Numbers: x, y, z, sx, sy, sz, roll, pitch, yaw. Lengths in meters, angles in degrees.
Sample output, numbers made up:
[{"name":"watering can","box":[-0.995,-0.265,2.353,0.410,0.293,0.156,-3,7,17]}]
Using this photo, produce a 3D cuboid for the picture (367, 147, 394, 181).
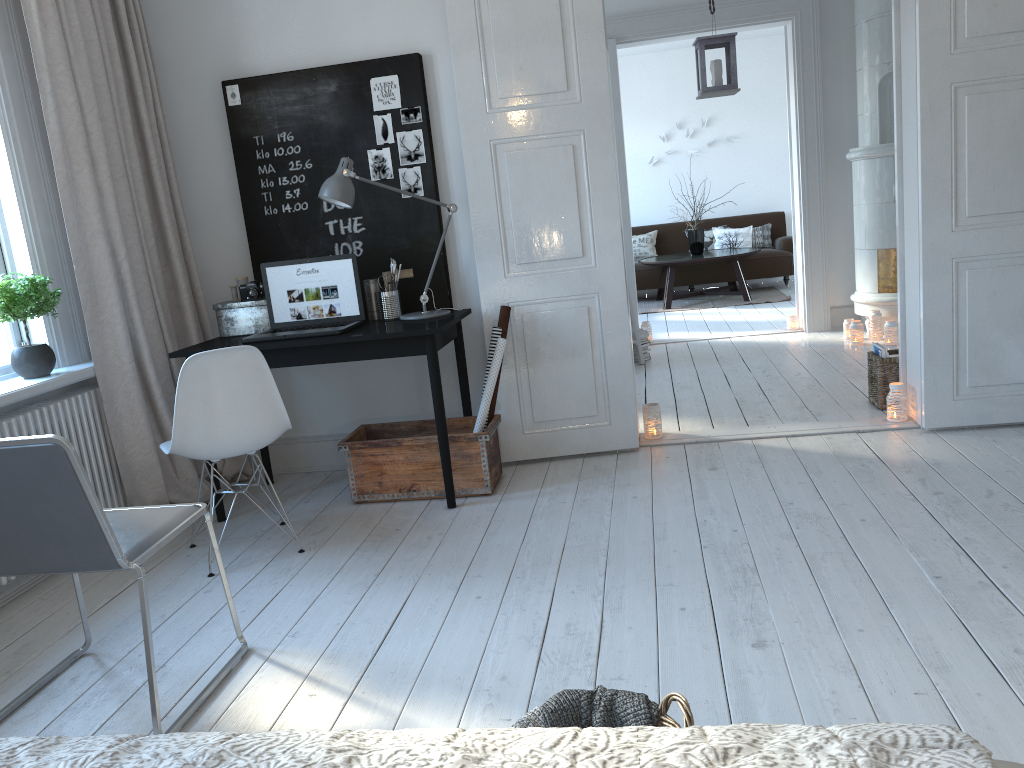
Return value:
[{"name":"picture","box":[-0.606,-1.012,4.086,0.107,0.151,0.001,-5,12,9]}]

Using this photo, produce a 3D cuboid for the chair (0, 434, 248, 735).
[{"name":"chair","box":[-1.124,0.465,2.348,0.562,0.800,0.522,-5,12,9]}]

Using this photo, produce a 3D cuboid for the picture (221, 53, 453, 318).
[{"name":"picture","box":[-0.816,-0.877,4.180,0.953,1.176,0.063,-5,12,9]}]

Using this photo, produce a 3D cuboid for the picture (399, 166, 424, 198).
[{"name":"picture","box":[-0.465,-0.932,4.084,0.103,0.136,0.001,-5,12,9]}]

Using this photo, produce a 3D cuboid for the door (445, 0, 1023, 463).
[{"name":"door","box":[1.120,-0.987,4.016,2.599,2.514,0.575,-5,12,9]}]

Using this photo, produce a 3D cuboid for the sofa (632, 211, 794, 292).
[{"name":"sofa","box":[2.143,-1.481,10.352,2.165,0.827,0.965,-5,11,9]}]

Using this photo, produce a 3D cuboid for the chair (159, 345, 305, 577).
[{"name":"chair","box":[-1.073,0.246,3.375,0.473,0.827,0.553,-12,13,-25]}]

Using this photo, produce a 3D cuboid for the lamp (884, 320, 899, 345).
[{"name":"lamp","box":[2.595,-0.352,6.065,0.089,0.166,0.088,-5,12,8]}]

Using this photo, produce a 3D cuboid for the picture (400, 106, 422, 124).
[{"name":"picture","box":[-0.457,-1.220,4.019,0.095,0.072,0.001,-5,12,9]}]

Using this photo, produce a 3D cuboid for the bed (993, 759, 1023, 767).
[{"name":"bed","box":[-0.340,0.676,0.135,1.888,1.050,2.168,-5,11,9]}]

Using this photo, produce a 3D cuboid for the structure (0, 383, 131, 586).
[{"name":"structure","box":[-1.854,0.402,3.203,0.195,0.549,1.500,-4,11,9]}]

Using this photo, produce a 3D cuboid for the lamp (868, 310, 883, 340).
[{"name":"lamp","box":[2.585,-0.420,6.305,0.098,0.210,0.098,-4,12,14]}]

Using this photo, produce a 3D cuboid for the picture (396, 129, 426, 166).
[{"name":"picture","box":[-0.461,-1.083,4.049,0.121,0.153,0.002,-5,12,9]}]

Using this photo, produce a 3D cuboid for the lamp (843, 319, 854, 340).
[{"name":"lamp","box":[2.448,-0.397,6.433,0.084,0.147,0.083,-4,12,14]}]

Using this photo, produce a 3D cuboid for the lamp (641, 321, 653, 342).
[{"name":"lamp","box":[1.105,-0.429,7.280,0.089,0.166,0.088,-5,12,8]}]

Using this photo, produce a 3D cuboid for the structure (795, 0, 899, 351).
[{"name":"structure","box":[2.624,-1.661,6.194,1.245,2.838,0.799,-15,14,-35]}]

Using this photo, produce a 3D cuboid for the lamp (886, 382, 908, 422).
[{"name":"lamp","box":[1.816,0.086,4.183,0.093,0.180,0.092,-8,12,-7]}]

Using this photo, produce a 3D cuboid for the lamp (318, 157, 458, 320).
[{"name":"lamp","box":[-0.513,-0.636,3.878,0.616,0.718,0.229,-10,12,-19]}]

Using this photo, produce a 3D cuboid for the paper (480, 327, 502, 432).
[{"name":"paper","box":[-0.120,0.091,3.952,0.266,0.671,0.043,-15,14,-34]}]

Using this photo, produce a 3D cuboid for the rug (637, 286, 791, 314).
[{"name":"rug","box":[2.073,-0.939,9.698,1.710,0.055,1.450,-5,11,10]}]

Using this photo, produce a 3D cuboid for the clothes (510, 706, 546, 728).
[{"name":"clothes","box":[0.124,0.727,1.517,0.234,0.289,0.283,-16,15,-40]}]

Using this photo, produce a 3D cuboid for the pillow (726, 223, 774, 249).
[{"name":"pillow","box":[2.764,-1.702,10.319,0.542,0.289,0.182,-4,12,10]}]

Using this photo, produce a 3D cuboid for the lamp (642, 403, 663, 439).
[{"name":"lamp","box":[0.690,0.183,4.357,0.089,0.167,0.088,-6,12,2]}]

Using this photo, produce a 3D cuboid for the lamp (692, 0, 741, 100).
[{"name":"lamp","box":[1.116,-2.562,5.045,0.228,1.768,0.227,-5,12,6]}]

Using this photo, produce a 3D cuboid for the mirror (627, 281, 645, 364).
[{"name":"mirror","box":[0.539,-0.847,6.289,0.609,1.494,0.416,-12,13,-25]}]

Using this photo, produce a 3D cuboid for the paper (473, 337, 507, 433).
[{"name":"paper","box":[-0.126,0.120,3.898,0.283,0.629,0.040,-9,12,-12]}]

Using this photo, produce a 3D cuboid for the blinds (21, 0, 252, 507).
[{"name":"blinds","box":[-1.599,-0.721,3.826,0.225,2.657,0.828,-4,12,9]}]

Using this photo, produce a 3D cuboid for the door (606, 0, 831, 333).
[{"name":"door","box":[1.546,-1.599,6.926,2.599,2.514,0.575,-5,12,9]}]

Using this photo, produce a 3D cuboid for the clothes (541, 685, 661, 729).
[{"name":"clothes","box":[0.157,0.704,1.545,0.246,0.271,0.296,-4,12,10]}]

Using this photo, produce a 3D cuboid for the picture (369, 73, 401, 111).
[{"name":"picture","box":[-0.570,-1.322,4.011,0.147,0.155,0.004,-5,12,9]}]

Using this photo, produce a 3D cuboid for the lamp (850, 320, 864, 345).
[{"name":"lamp","box":[2.414,-0.359,6.208,0.089,0.166,0.088,-4,12,11]}]

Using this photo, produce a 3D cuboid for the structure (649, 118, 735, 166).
[{"name":"structure","box":[2.119,-2.890,10.512,1.025,0.480,0.085,-5,12,9]}]

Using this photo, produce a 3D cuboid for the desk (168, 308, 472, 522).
[{"name":"desk","box":[-0.763,0.132,3.963,1.160,0.762,0.648,-5,12,9]}]

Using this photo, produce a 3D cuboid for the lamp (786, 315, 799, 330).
[{"name":"lamp","box":[2.244,-0.491,7.089,0.093,0.110,0.093,-1,13,26]}]

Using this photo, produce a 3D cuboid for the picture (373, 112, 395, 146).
[{"name":"picture","box":[-0.585,-1.163,4.050,0.083,0.146,0.002,-4,12,9]}]

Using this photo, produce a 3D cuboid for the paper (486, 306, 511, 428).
[{"name":"paper","box":[-0.088,0.033,4.007,0.297,0.749,0.048,-15,14,-34]}]

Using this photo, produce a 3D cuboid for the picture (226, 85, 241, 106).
[{"name":"picture","box":[-1.293,-1.340,4.114,0.061,0.088,0.004,-5,12,6]}]
